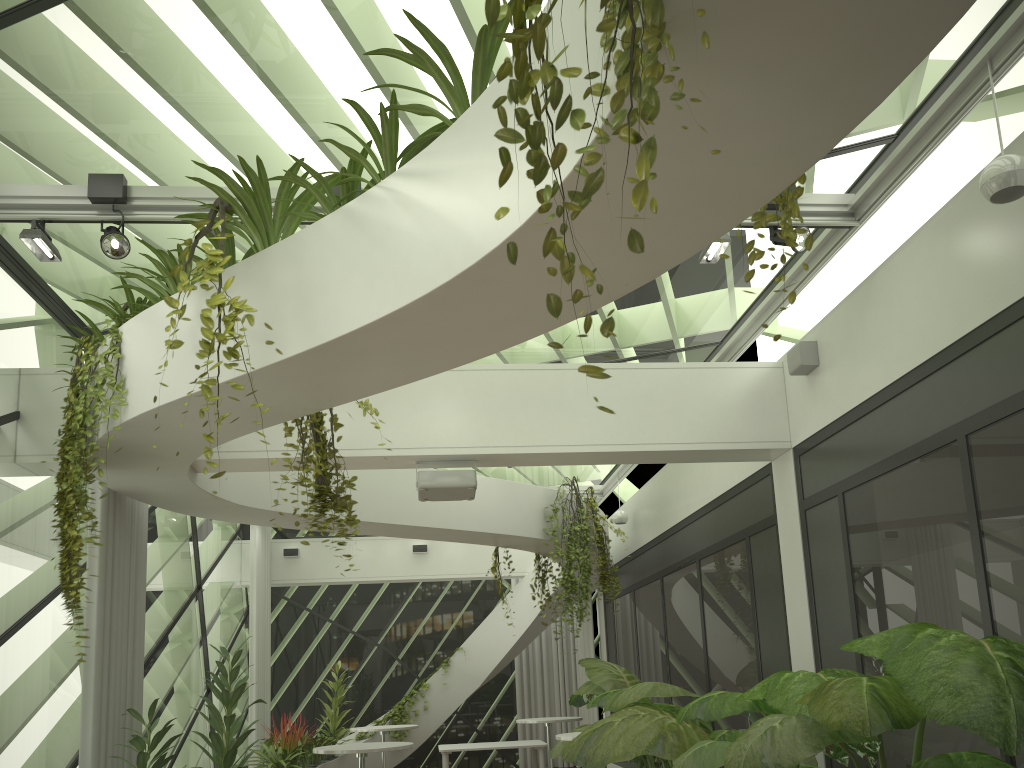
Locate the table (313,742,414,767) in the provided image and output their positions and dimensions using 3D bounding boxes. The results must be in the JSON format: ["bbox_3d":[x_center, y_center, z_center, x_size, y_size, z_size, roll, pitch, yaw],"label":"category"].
[{"bbox_3d":[-1.256,3.647,7.461,0.866,1.062,0.877,-10,-16,28],"label":"table"}]

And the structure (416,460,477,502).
[{"bbox_3d":[-0.498,0.729,6.643,0.462,0.267,0.402,-1,-16,-6],"label":"structure"}]

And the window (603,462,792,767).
[{"bbox_3d":[1.881,3.393,10.339,0.050,3.133,7.459,-2,-18,-6],"label":"window"}]

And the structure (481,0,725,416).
[{"bbox_3d":[-0.637,-0.888,0.701,3.247,1.800,1.258,12,-19,-39],"label":"structure"}]

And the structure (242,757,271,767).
[{"bbox_3d":[-3.378,4.056,7.496,0.259,0.487,15.719,-1,-19,-6],"label":"structure"}]

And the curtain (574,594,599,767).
[{"bbox_3d":[1.243,4.438,14.820,0.160,3.965,1.031,-1,-11,-7],"label":"curtain"}]

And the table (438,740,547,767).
[{"bbox_3d":[-0.273,5.466,12.365,1.500,0.696,1.108,-1,-16,-6],"label":"table"}]

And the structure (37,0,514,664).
[{"bbox_3d":[-1.343,0.250,4.684,1.462,2.242,4.741,9,-20,-41],"label":"structure"}]

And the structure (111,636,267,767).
[{"bbox_3d":[-2.240,2.373,5.679,0.854,1.545,3.454,-1,-17,-6],"label":"structure"}]

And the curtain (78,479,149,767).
[{"bbox_3d":[-3.139,1.945,6.932,0.160,3.965,1.077,-1,-11,-7],"label":"curtain"}]

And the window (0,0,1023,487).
[{"bbox_3d":[-0.847,-0.356,7.846,5.685,0.053,17.366,-1,-19,-6],"label":"window"}]

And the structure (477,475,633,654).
[{"bbox_3d":[0.475,2.137,10.246,1.654,2.009,1.470,9,-18,-40],"label":"structure"}]

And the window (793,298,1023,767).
[{"bbox_3d":[2.584,0.847,2.969,0.050,3.133,7.366,-2,-18,-6],"label":"window"}]

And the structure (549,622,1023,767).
[{"bbox_3d":[1.153,3.043,7.202,1.781,1.659,9.244,-1,-19,-6],"label":"structure"}]

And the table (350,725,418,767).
[{"bbox_3d":[-1.591,4.859,10.970,0.866,1.062,0.877,-10,-16,28],"label":"table"}]

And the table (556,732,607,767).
[{"bbox_3d":[0.840,3.624,7.671,0.866,1.062,0.877,-10,-16,28],"label":"table"}]

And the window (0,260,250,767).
[{"bbox_3d":[-3.561,1.861,7.157,0.084,4.483,17.399,-2,-18,-6],"label":"window"}]

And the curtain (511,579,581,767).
[{"bbox_3d":[0.647,4.715,15.553,1.230,3.965,0.165,-1,-10,-7],"label":"curtain"}]

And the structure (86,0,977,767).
[{"bbox_3d":[-0.360,0.867,2.748,5.917,4.084,25.293,-2,-19,0],"label":"structure"}]

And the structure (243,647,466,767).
[{"bbox_3d":[-2.575,4.569,12.367,2.052,1.617,4.903,-10,-19,24],"label":"structure"}]

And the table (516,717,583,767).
[{"bbox_3d":[0.505,4.836,11.181,0.866,1.062,0.877,-10,-16,28],"label":"table"}]

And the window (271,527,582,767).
[{"bbox_3d":[-1.498,4.652,15.601,5.735,4.505,0.039,-1,-10,-6],"label":"window"}]
